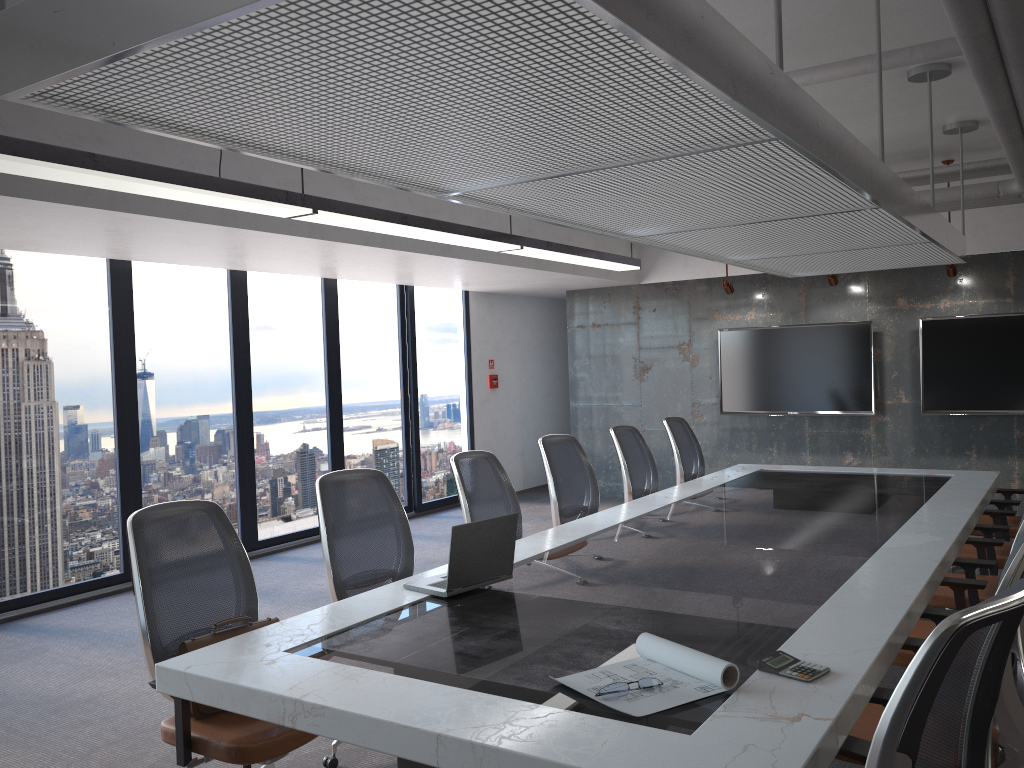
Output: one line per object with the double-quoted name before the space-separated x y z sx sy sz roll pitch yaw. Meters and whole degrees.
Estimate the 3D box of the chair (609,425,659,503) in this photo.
"chair" 1.116 0.877 6.313 0.828 1.166 0.789 -2 1 -3

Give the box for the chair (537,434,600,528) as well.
"chair" 0.582 0.910 5.652 0.828 1.166 0.789 -2 1 3

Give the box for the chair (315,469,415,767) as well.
"chair" -0.484 0.982 3.962 0.828 1.166 0.789 -2 1 8

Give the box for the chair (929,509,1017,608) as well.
"chair" 2.813 0.838 5.107 0.828 1.166 0.789 -2 1 -3

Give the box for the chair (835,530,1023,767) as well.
"chair" 1.271 0.941 2.720 0.828 1.166 0.789 -2 1 -3

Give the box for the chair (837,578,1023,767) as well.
"chair" 0.716 0.977 1.954 0.828 1.166 0.789 -2 1 12

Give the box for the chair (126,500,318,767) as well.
"chair" -0.941 1.015 3.131 0.828 1.166 0.789 -2 1 -3

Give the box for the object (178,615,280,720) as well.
"object" -0.987 0.985 3.151 0.138 0.308 0.378 -1 2 44

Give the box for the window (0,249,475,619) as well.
"window" -3.021 0.246 6.943 0.121 2.670 9.225 -1 1 33

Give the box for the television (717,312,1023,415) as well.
"television" 3.853 -0.170 8.867 3.667 0.960 0.101 -1 1 33

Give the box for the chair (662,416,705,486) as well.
"chair" 1.630 0.843 7.109 0.828 1.166 0.789 -2 1 -3

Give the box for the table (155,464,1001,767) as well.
"table" 1.205 1.113 4.523 1.898 0.745 5.498 -1 1 33

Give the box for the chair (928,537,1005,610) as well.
"chair" 2.299 0.873 4.311 0.828 1.166 0.789 -2 1 -3

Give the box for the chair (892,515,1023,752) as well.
"chair" 1.785 0.907 3.516 0.828 1.166 0.789 -2 1 -3

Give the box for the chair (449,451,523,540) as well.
"chair" 0.088 0.946 4.722 0.828 1.166 0.789 -2 1 -3

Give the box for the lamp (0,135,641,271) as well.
"lamp" 1.072 -1.407 4.396 4.126 0.908 6.097 -1 1 33

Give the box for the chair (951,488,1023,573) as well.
"chair" 3.327 0.804 5.902 0.828 1.166 0.789 -2 1 -3

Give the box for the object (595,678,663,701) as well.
"object" 0.318 0.799 2.330 0.200 0.036 0.049 -3 1 -20

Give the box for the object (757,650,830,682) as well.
"object" 0.783 0.782 2.463 0.126 0.026 0.161 -3 2 -43

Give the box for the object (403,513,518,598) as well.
"object" -0.206 0.670 3.576 0.308 0.277 0.366 -1 2 43

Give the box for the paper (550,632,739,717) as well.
"paper" 0.354 0.780 2.411 0.379 0.069 0.348 -3 1 -32
